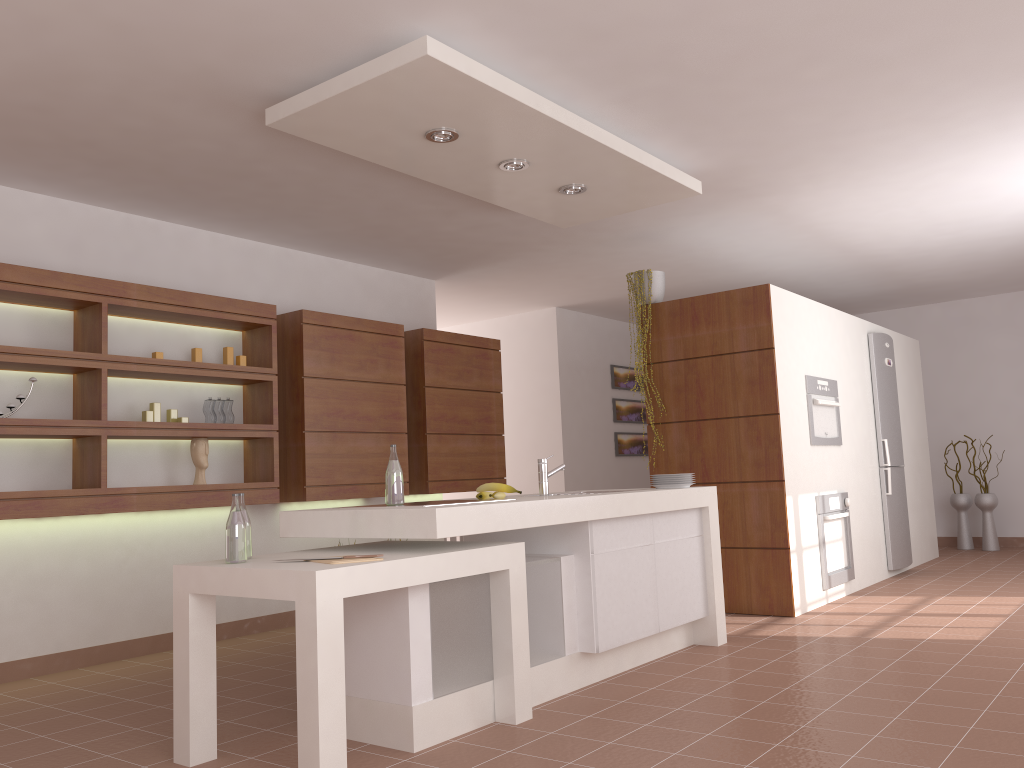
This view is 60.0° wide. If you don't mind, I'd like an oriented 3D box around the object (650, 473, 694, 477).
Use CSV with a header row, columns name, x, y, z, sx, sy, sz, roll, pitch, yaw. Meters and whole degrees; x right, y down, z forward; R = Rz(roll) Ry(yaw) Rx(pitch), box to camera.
name,x,y,z,sx,sy,sz,roll,pitch,yaw
object,0.829,0.477,4.586,0.228,0.020,0.228,-5,-6,19

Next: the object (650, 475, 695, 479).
name,x,y,z,sx,sy,sz,roll,pitch,yaw
object,0.829,0.487,4.585,0.228,0.020,0.228,-5,-6,19

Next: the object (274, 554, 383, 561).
name,x,y,z,sx,sy,sz,roll,pitch,yaw
object,-0.606,0.567,2.891,0.375,0.008,0.041,-3,-6,4

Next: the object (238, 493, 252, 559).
name,x,y,z,sx,sy,sz,roll,pitch,yaw
object,-0.950,0.500,3.115,0.071,0.230,0.071,-5,-6,19

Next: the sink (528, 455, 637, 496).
name,x,y,z,sx,sy,sz,roll,pitch,yaw
sink,0.339,0.531,4.359,0.404,0.368,0.668,-7,-8,37

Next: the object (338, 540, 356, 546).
name,x,y,z,sx,sy,sz,roll,pitch,yaw
object,-1.086,1.295,5.920,0.296,0.546,0.087,2,-8,-37

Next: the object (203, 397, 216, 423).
name,x,y,z,sx,sy,sz,roll,pitch,yaw
object,-1.760,0.160,5.162,0.065,0.165,0.054,2,-8,-37

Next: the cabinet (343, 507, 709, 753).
name,x,y,z,sx,sy,sz,roll,pitch,yaw
cabinet,0.073,0.956,3.931,0.737,0.700,2.048,-7,-8,37

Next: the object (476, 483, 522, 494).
name,x,y,z,sx,sy,sz,roll,pitch,yaw
object,-0.061,0.454,3.840,0.207,0.055,0.047,-4,-6,14

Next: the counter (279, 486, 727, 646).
name,x,y,z,sx,sy,sz,roll,pitch,yaw
counter,0.102,0.910,3.983,0.821,0.800,2.156,-7,-8,37

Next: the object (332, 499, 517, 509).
name,x,y,z,sx,sy,sz,roll,pitch,yaw
object,-0.344,0.479,3.556,0.493,0.006,0.551,-7,-8,37

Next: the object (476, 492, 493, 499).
name,x,y,z,sx,sy,sz,roll,pitch,yaw
object,-0.125,0.490,3.891,0.060,0.033,0.207,-4,-6,17

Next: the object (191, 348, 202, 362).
name,x,y,z,sx,sy,sz,roll,pitch,yaw
object,-1.789,-0.161,5.034,0.044,0.099,0.044,-7,-8,37

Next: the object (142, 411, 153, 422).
name,x,y,z,sx,sy,sz,roll,pitch,yaw
object,-1.986,0.183,4.832,0.044,0.070,0.044,-7,-8,37

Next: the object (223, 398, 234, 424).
name,x,y,z,sx,sy,sz,roll,pitch,yaw
object,-1.676,0.163,5.225,0.065,0.165,0.054,2,-8,-37

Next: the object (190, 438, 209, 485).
name,x,y,z,sx,sy,sz,roll,pitch,yaw
object,-1.785,0.433,5.067,0.100,0.284,0.100,0,-7,-22

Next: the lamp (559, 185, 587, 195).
name,x,y,z,sx,sy,sz,roll,pitch,yaw
lamp,0.315,-1.024,4.589,0.143,0.059,0.143,0,-7,-24

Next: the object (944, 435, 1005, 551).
name,x,y,z,sx,sy,sz,roll,pitch,yaw
object,4.520,1.040,8.541,0.284,1.112,0.655,1,-7,-33

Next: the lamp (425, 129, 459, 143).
name,x,y,z,sx,sy,sz,roll,pitch,yaw
lamp,-0.299,-1.081,3.796,0.143,0.059,0.143,-5,-6,20

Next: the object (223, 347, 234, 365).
name,x,y,z,sx,sy,sz,roll,pitch,yaw
object,-1.673,-0.156,5.230,0.044,0.120,0.044,-7,-8,37

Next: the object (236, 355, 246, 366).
name,x,y,z,sx,sy,sz,roll,pitch,yaw
object,-1.606,-0.131,5.257,0.044,0.070,0.044,-7,-8,37

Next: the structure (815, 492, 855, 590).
name,x,y,z,sx,sy,sz,roll,pitch,yaw
structure,2.159,1.027,5.881,0.058,0.592,0.596,-7,-8,37

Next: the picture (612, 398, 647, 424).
name,x,y,z,sx,sy,sz,roll,pitch,yaw
picture,1.476,0.311,9.689,0.015,0.248,1.408,-7,-8,37

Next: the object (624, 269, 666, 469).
name,x,y,z,sx,sy,sz,roll,pitch,yaw
object,0.913,-0.091,5.928,0.297,1.344,0.279,-2,-6,-3

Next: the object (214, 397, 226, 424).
name,x,y,z,sx,sy,sz,roll,pitch,yaw
object,-1.718,0.162,5.194,0.065,0.165,0.054,2,-8,-37

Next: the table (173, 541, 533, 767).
name,x,y,z,sx,sy,sz,roll,pitch,yaw
table,-0.536,0.926,3.140,0.737,0.647,1.003,-7,-8,37

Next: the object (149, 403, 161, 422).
name,x,y,z,sx,sy,sz,roll,pitch,yaw
object,-1.975,0.165,4.906,0.044,0.120,0.044,-7,-8,37

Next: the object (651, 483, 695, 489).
name,x,y,z,sx,sy,sz,roll,pitch,yaw
object,0.831,0.527,4.581,0.228,0.020,0.228,-5,-6,19

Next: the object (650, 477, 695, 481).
name,x,y,z,sx,sy,sz,roll,pitch,yaw
object,0.830,0.497,4.584,0.228,0.020,0.228,-5,-6,19

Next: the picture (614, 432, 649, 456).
name,x,y,z,sx,sy,sz,roll,pitch,yaw
picture,1.492,0.658,9.652,0.015,0.248,1.408,-7,-8,37

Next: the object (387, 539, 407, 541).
name,x,y,z,sx,sy,sz,roll,pitch,yaw
object,-0.815,1.321,6.273,0.087,0.546,0.296,-7,-8,38

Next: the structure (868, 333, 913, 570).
name,x,y,z,sx,sy,sz,roll,pitch,yaw
structure,3.050,0.521,7.102,0.089,1.862,0.604,-7,-8,37

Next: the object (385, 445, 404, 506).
name,x,y,z,sx,sy,sz,roll,pitch,yaw
object,-0.449,0.347,3.385,0.071,0.230,0.071,-5,-6,19

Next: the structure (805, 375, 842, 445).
name,x,y,z,sx,sy,sz,roll,pitch,yaw
structure,2.124,0.183,5.965,0.056,0.454,0.614,-7,-8,37

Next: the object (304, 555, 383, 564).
name,x,y,z,sx,sy,sz,roll,pitch,yaw
object,-0.550,0.570,2.881,0.168,0.006,0.266,2,-7,-36

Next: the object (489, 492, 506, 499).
name,x,y,z,sx,sy,sz,roll,pitch,yaw
object,-0.059,0.478,3.807,0.060,0.033,0.207,-2,-6,-8

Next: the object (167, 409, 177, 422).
name,x,y,z,sx,sy,sz,roll,pitch,yaw
object,-1.922,0.189,5.013,0.044,0.090,0.044,-7,-8,37

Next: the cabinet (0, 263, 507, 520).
name,x,y,z,sx,sy,sz,roll,pitch,yaw
cabinet,-1.807,0.143,5.453,0.754,1.200,4.718,-7,-8,37

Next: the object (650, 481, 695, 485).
name,x,y,z,sx,sy,sz,roll,pitch,yaw
object,0.831,0.517,4.582,0.228,0.020,0.228,-5,-6,19

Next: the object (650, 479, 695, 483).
name,x,y,z,sx,sy,sz,roll,pitch,yaw
object,0.830,0.507,4.583,0.228,0.020,0.228,-5,-6,19

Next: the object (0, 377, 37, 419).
name,x,y,z,sx,sy,sz,roll,pitch,yaw
object,-2.418,0.067,4.308,0.190,0.227,0.136,0,-6,-20

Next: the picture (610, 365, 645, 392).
name,x,y,z,sx,sy,sz,roll,pitch,yaw
picture,1.461,-0.037,9.725,0.015,0.248,1.408,-7,-8,37

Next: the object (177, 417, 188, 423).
name,x,y,z,sx,sy,sz,roll,pitch,yaw
object,-1.851,0.209,4.988,0.044,0.040,0.044,-7,-8,37

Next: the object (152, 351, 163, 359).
name,x,y,z,sx,sy,sz,roll,pitch,yaw
object,-1.919,-0.155,4.803,0.044,0.049,0.044,-7,-8,37

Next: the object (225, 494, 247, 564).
name,x,y,z,sx,sy,sz,roll,pitch,yaw
object,-0.925,0.483,2.972,0.071,0.230,0.071,-5,-6,19

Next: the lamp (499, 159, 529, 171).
name,x,y,z,sx,sy,sz,roll,pitch,yaw
lamp,0.009,-1.052,4.195,0.143,0.059,0.143,0,-7,-24
